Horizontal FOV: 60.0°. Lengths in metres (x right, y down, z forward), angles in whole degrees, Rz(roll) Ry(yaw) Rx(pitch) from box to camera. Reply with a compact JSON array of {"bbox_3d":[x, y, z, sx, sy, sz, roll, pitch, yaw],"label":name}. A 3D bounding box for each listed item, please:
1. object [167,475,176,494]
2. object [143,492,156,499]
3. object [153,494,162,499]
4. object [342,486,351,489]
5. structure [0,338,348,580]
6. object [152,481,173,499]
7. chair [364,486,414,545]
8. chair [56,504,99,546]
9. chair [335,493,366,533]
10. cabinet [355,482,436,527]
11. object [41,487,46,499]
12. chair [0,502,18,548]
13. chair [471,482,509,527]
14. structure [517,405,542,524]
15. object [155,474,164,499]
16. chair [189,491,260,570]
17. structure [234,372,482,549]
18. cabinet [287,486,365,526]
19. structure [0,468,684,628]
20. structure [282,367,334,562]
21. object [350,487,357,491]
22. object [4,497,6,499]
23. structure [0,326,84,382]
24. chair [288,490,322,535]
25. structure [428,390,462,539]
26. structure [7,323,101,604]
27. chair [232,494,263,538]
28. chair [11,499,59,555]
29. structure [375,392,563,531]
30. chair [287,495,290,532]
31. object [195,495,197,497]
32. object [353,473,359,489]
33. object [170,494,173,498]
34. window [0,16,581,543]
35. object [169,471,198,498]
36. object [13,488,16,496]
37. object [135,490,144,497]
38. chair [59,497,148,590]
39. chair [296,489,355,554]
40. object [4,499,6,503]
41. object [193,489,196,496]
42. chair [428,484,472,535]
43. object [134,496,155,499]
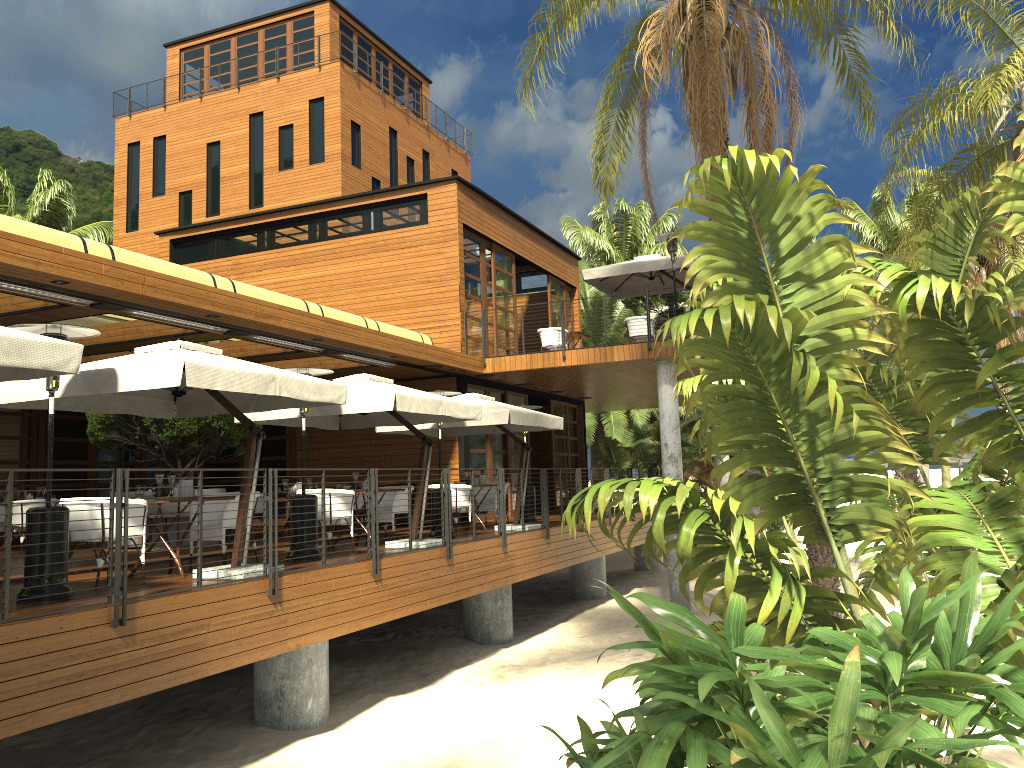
[{"bbox_3d":[-3.448,1.038,8.979,0.082,0.227,0.082,-4,-7,12],"label":"object"},{"bbox_3d":[-3.484,1.074,8.527,0.116,0.065,0.116,-5,-7,21],"label":"object"},{"bbox_3d":[-3.392,1.078,8.489,0.080,0.042,0.080,0,-7,-16],"label":"object"},{"bbox_3d":[-2.160,1.365,11.606,0.116,0.065,0.116,-5,-7,21],"label":"object"},{"bbox_3d":[-3.292,0.706,8.733,2.412,2.338,2.409,-5,-7,23],"label":"structure"},{"bbox_3d":[-3.466,1.040,8.748,0.163,0.179,0.167,-5,-8,25],"label":"object"},{"bbox_3d":[-1.705,1.836,12.470,0.627,0.790,0.615,-5,-8,24],"label":"chair"},{"bbox_3d":[-6.990,2.235,14.303,0.626,0.790,0.616,-9,-10,44],"label":"chair"},{"bbox_3d":[-2.849,2.262,15.943,0.616,0.790,0.626,1,-7,-21],"label":"chair"},{"bbox_3d":[-2.353,2.423,17.750,1.610,0.840,0.556,-5,-8,23],"label":"cabinet"},{"bbox_3d":[-7.311,1.719,13.842,0.082,0.227,0.082,-8,-10,41],"label":"object"},{"bbox_3d":[-8.190,2.286,14.369,0.616,0.790,0.627,-9,-10,44],"label":"chair"},{"bbox_3d":[-0.362,2.131,15.592,0.627,0.790,0.615,-5,-8,24],"label":"chair"},{"bbox_3d":[0.252,1.467,16.219,0.699,2.197,0.698,-3,-7,11],"label":"structure"},{"bbox_3d":[-3.353,0.974,8.435,0.082,0.227,0.082,-5,-8,24],"label":"object"},{"bbox_3d":[-3.024,1.546,9.402,0.627,0.790,0.615,-5,-8,24],"label":"chair"},{"bbox_3d":[-1.965,0.998,11.819,2.412,2.338,2.409,-5,-7,23],"label":"structure"},{"bbox_3d":[-3.844,2.548,18.376,1.610,0.840,0.556,-5,-8,23],"label":"cabinet"},{"bbox_3d":[-0.537,1.740,12.189,0.163,1.156,26.222,-5,-7,23],"label":"structure"},{"bbox_3d":[-2.376,0.888,10.109,0.699,2.197,0.698,-3,-7,11],"label":"structure"},{"bbox_3d":[-2.068,1.369,11.567,0.080,0.042,0.080,0,-7,-16],"label":"object"},{"bbox_3d":[-7.842,1.804,13.770,0.086,0.086,0.086,-2,-7,1],"label":"object"},{"bbox_3d":[-4.619,0.414,5.648,2.412,2.338,2.409,-5,-7,23],"label":"structure"},{"bbox_3d":[-3.435,2.172,14.925,0.627,0.790,0.615,1,-7,-21],"label":"chair"},{"bbox_3d":[-1.063,1.177,13.160,0.699,2.197,0.698,-3,-7,11],"label":"structure"},{"bbox_3d":[-3.684,0.601,7.066,0.699,2.197,0.698,-3,-7,11],"label":"structure"},{"bbox_3d":[-4.584,2.266,15.396,0.616,0.790,0.626,1,-7,-21],"label":"chair"},{"bbox_3d":[-7.089,2.109,13.137,0.616,0.790,0.627,-9,-10,44],"label":"chair"},{"bbox_3d":[-0.638,1.289,14.904,2.412,2.338,2.409,-5,-7,23],"label":"structure"},{"bbox_3d":[-3.906,2.364,16.506,0.627,0.790,0.615,1,-7,-21],"label":"chair"},{"bbox_3d":[-3.291,1.142,9.024,0.294,0.025,0.170,-5,-7,23],"label":"object"},{"bbox_3d":[-2.029,1.266,11.513,0.082,0.227,0.082,-5,-8,24],"label":"object"},{"bbox_3d":[-3.400,1.124,8.900,0.080,0.042,0.080,0,-7,-16],"label":"object"},{"bbox_3d":[-5.650,-5.720,21.189,14.488,18.005,38.329,-2,-6,0],"label":"window"},{"bbox_3d":[-3.192,0.975,8.635,0.263,0.264,0.263,1,-7,-22],"label":"object"},{"bbox_3d":[-7.635,1.700,13.566,0.082,0.227,0.082,-7,-9,34],"label":"object"},{"bbox_3d":[-3.593,1.070,8.556,0.086,0.086,0.086,-6,-8,27],"label":"object"},{"bbox_3d":[-3.681,1.408,7.939,0.627,0.790,0.615,-5,-8,24],"label":"chair"},{"bbox_3d":[-2.338,1.704,11.061,0.627,0.790,0.615,-5,-8,24],"label":"chair"},{"bbox_3d":[-7.775,1.803,13.676,0.116,0.065,0.116,-8,-9,43],"label":"object"},{"bbox_3d":[-3.201,1.087,8.842,0.086,0.086,0.086,-6,-8,27],"label":"object"},{"bbox_3d":[-0.995,1.999,14.183,0.627,0.790,0.615,-5,-8,24],"label":"chair"},{"bbox_3d":[-3.502,1.077,8.363,0.294,0.025,0.170,-5,-7,23],"label":"object"}]
